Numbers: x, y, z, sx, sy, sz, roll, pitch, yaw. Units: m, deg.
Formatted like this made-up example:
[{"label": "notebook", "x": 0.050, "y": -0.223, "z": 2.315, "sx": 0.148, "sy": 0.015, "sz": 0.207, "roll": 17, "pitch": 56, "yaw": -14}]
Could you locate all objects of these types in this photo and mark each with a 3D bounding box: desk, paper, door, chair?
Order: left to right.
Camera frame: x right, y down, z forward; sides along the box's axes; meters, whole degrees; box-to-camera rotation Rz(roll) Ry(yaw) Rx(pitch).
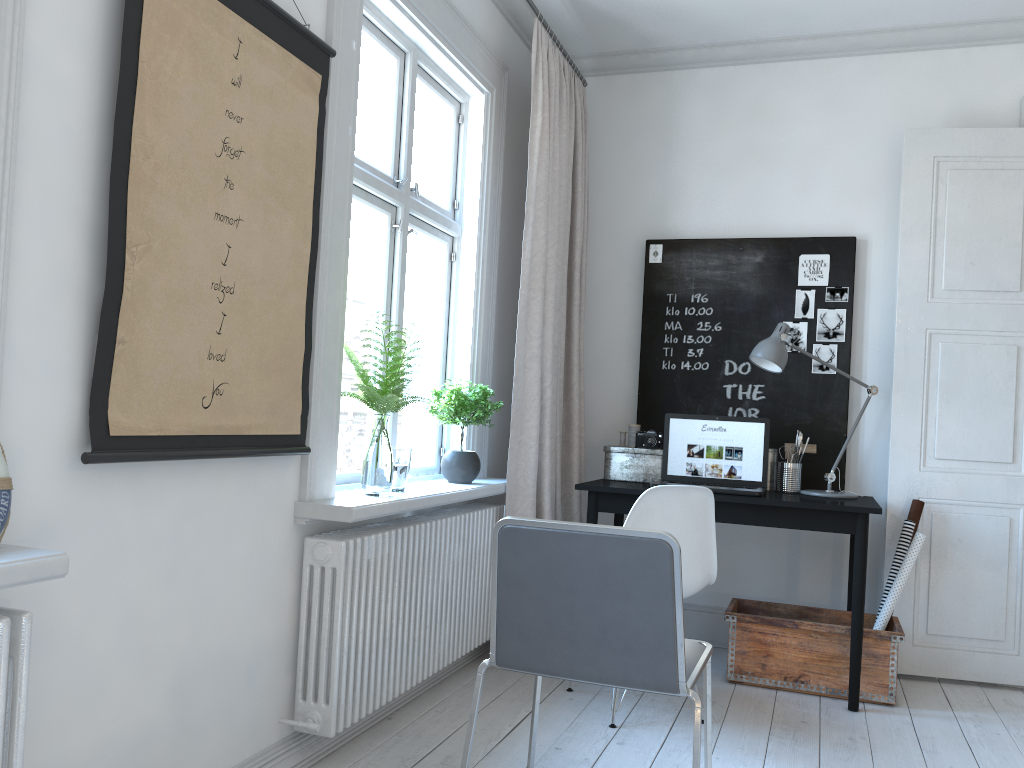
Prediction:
[{"label": "chair", "x": 0.218, "y": 0.715, "z": 2.168, "sx": 0.562, "sy": 0.797, "sz": 0.525, "roll": 3, "pitch": -1, "yaw": 19}, {"label": "chair", "x": 0.474, "y": 0.752, "z": 3.192, "sx": 0.474, "sy": 0.824, "sz": 0.554, "roll": 3, "pitch": -1, "yaw": -16}, {"label": "desk", "x": 0.889, "y": 0.827, "z": 3.722, "sx": 1.159, "sy": 0.758, "sz": 0.651, "roll": 2, "pitch": -2, "yaw": 19}, {"label": "paper", "x": 1.519, "y": 0.885, "z": 3.594, "sx": 0.266, "sy": 0.669, "sz": 0.043, "roll": 4, "pitch": -1, "yaw": -25}, {"label": "paper", "x": 1.499, "y": 0.900, "z": 3.538, "sx": 0.283, "sy": 0.626, "sz": 0.041, "roll": 3, "pitch": -1, "yaw": -2}, {"label": "paper", "x": 1.570, "y": 0.848, "z": 3.652, "sx": 0.297, "sy": 0.746, "sz": 0.048, "roll": 4, "pitch": -1, "yaw": -25}, {"label": "door", "x": 2.942, "y": 0.062, "z": 3.630, "sx": 2.598, "sy": 2.504, "sz": 0.578, "roll": 3, "pitch": -1, "yaw": 19}]

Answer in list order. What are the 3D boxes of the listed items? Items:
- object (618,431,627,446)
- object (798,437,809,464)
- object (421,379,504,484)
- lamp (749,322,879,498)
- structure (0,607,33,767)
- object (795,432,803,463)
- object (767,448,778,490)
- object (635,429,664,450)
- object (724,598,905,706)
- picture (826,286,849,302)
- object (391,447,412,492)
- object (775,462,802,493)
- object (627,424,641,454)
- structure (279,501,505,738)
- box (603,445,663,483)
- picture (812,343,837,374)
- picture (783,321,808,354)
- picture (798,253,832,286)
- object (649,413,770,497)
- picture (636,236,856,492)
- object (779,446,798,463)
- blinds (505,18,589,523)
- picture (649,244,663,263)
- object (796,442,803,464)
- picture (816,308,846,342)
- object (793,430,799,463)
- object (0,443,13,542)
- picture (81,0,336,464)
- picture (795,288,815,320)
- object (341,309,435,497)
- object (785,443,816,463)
[{"label": "object", "x": 0.513, "y": 0.254, "z": 4.102, "sx": 0.040, "sy": 0.069, "sz": 0.040, "roll": 3, "pitch": -1, "yaw": 7}, {"label": "object", "x": 1.235, "y": 0.348, "z": 3.818, "sx": 0.084, "sy": 0.240, "sz": 0.009, "roll": 3, "pitch": -1, "yaw": -4}, {"label": "object", "x": -0.202, "y": 0.182, "z": 3.462, "sx": 0.310, "sy": 0.407, "sz": 0.271, "roll": 4, "pitch": -1, "yaw": -21}, {"label": "lamp", "x": 1.270, "y": 0.112, "z": 3.744, "sx": 0.617, "sy": 0.716, "sz": 0.230, "roll": 3, "pitch": -1, "yaw": -10}, {"label": "structure", "x": -1.141, "y": 0.614, "z": 0.855, "sx": 0.195, "sy": 0.547, "sz": 1.507, "roll": 3, "pitch": -2, "yaw": 19}, {"label": "object", "x": 1.227, "y": 0.335, "z": 3.837, "sx": 0.062, "sy": 0.264, "sz": 0.012, "roll": 4, "pitch": -1, "yaw": -28}, {"label": "object", "x": 1.135, "y": 0.380, "z": 3.928, "sx": 0.079, "sy": 0.188, "sz": 0.079, "roll": 3, "pitch": -1, "yaw": -2}, {"label": "object", "x": 0.610, "y": 0.243, "z": 3.927, "sx": 0.137, "sy": 0.087, "sz": 0.073, "roll": 2, "pitch": -2, "yaw": 19}, {"label": "object", "x": 1.213, "y": 1.078, "z": 3.600, "sx": 0.664, "sy": 0.282, "sz": 0.339, "roll": 2, "pitch": -2, "yaw": 19}, {"label": "picture", "x": 1.462, "y": -0.405, "z": 3.986, "sx": 0.095, "sy": 0.071, "sz": 0.001, "roll": 2, "pitch": -1, "yaw": 19}, {"label": "object", "x": -0.386, "y": 0.284, "z": 2.954, "sx": 0.097, "sy": 0.146, "sz": 0.097, "roll": 2, "pitch": -1, "yaw": 25}, {"label": "object", "x": 1.194, "y": 0.404, "z": 3.831, "sx": 0.108, "sy": 0.128, "sz": 0.108, "roll": 2, "pitch": -2, "yaw": 34}, {"label": "object", "x": 0.543, "y": 0.249, "z": 4.022, "sx": 0.056, "sy": 0.130, "sz": 0.167, "roll": 3, "pitch": -2, "yaw": 18}, {"label": "structure", "x": -0.340, "y": 0.740, "z": 3.147, "sx": 0.195, "sy": 0.547, "sz": 1.507, "roll": 3, "pitch": -2, "yaw": 19}, {"label": "box", "x": 0.577, "y": 0.365, "z": 4.031, "sx": 0.317, "sy": 0.152, "sz": 0.193, "roll": 2, "pitch": -2, "yaw": 19}, {"label": "picture", "x": 1.408, "y": -0.115, "z": 3.993, "sx": 0.103, "sy": 0.136, "sz": 0.001, "roll": 3, "pitch": -1, "yaw": 19}, {"label": "picture", "x": 1.287, "y": -0.213, "z": 4.039, "sx": 0.107, "sy": 0.150, "sz": 0.001, "roll": 3, "pitch": -1, "yaw": 19}, {"label": "picture", "x": 1.371, "y": -0.522, "z": 4.021, "sx": 0.147, "sy": 0.154, "sz": 0.004, "roll": 3, "pitch": -1, "yaw": 19}, {"label": "object", "x": 0.823, "y": 0.286, "z": 3.674, "sx": 0.445, "sy": 0.315, "sz": 0.326, "roll": 2, "pitch": -2, "yaw": 19}, {"label": "picture", "x": 1.072, "y": -0.095, "z": 4.143, "sx": 0.952, "sy": 1.172, "sz": 0.064, "roll": 3, "pitch": -1, "yaw": 19}, {"label": "object", "x": 1.190, "y": 0.364, "z": 3.845, "sx": 0.081, "sy": 0.198, "sz": 0.050, "roll": 2, "pitch": -2, "yaw": 44}, {"label": "blinds", "x": 0.227, "y": -0.149, "z": 3.922, "sx": 0.225, "sy": 2.646, "sz": 0.831, "roll": 3, "pitch": -1, "yaw": 19}, {"label": "picture", "x": 0.692, "y": -0.627, "z": 4.264, "sx": 0.061, "sy": 0.088, "sz": 0.004, "roll": 3, "pitch": -1, "yaw": 16}, {"label": "object", "x": 1.226, "y": 0.357, "z": 3.827, "sx": 0.082, "sy": 0.221, "sz": 0.009, "roll": 4, "pitch": -1, "yaw": -41}, {"label": "picture", "x": 1.436, "y": -0.267, "z": 3.989, "sx": 0.121, "sy": 0.152, "sz": 0.002, "roll": 3, "pitch": -1, "yaw": 19}, {"label": "object", "x": 1.223, "y": 0.332, "z": 3.839, "sx": 0.008, "sy": 0.267, "sz": 0.060, "roll": 2, "pitch": -1, "yaw": 36}, {"label": "object", "x": -0.893, "y": 0.163, "z": 1.442, "sx": 0.079, "sy": 0.227, "sz": 0.236, "roll": 3, "pitch": -2, "yaw": 5}, {"label": "picture", "x": -0.669, "y": -0.479, "z": 2.108, "sx": 0.057, "sy": 1.313, "sz": 0.793, "roll": 3, "pitch": -1, "yaw": 19}, {"label": "picture", "x": 1.332, "y": -0.363, "z": 4.030, "sx": 0.083, "sy": 0.146, "sz": 0.002, "roll": 3, "pitch": -1, "yaw": 19}, {"label": "object", "x": -0.430, "y": 0.066, "z": 2.783, "sx": 0.305, "sy": 0.564, "sz": 0.414, "roll": 4, "pitch": -2, "yaw": -37}, {"label": "object", "x": 1.258, "y": 0.366, "z": 3.867, "sx": 0.138, "sy": 0.208, "sz": 0.034, "roll": 3, "pitch": -1, "yaw": -1}]
